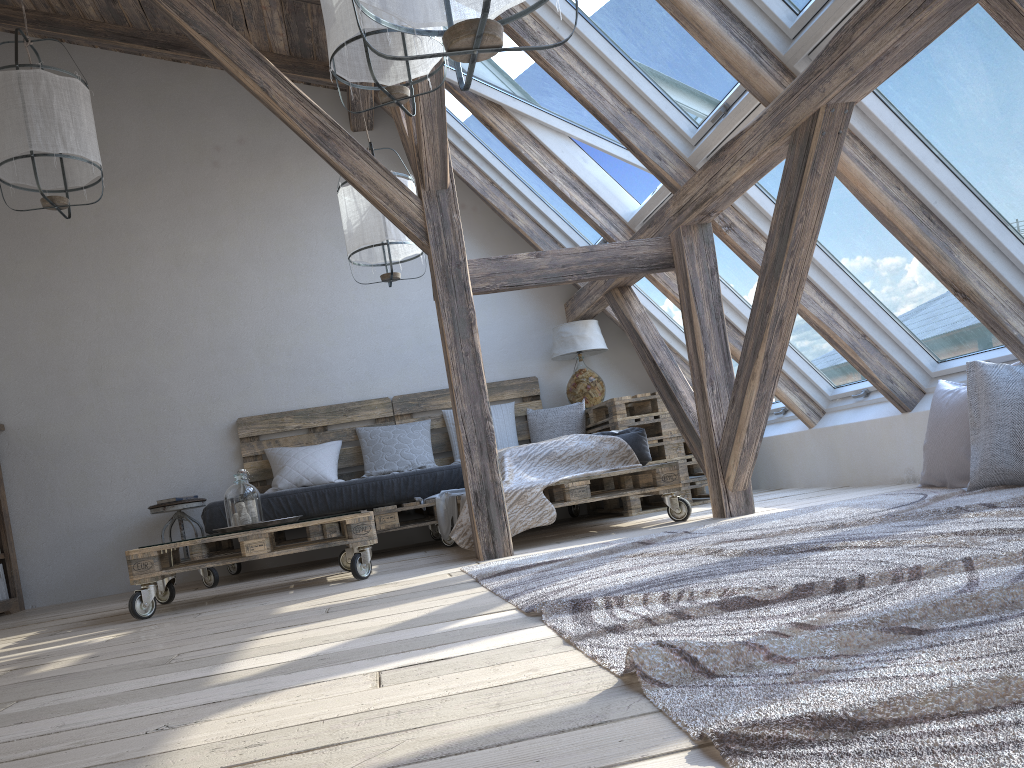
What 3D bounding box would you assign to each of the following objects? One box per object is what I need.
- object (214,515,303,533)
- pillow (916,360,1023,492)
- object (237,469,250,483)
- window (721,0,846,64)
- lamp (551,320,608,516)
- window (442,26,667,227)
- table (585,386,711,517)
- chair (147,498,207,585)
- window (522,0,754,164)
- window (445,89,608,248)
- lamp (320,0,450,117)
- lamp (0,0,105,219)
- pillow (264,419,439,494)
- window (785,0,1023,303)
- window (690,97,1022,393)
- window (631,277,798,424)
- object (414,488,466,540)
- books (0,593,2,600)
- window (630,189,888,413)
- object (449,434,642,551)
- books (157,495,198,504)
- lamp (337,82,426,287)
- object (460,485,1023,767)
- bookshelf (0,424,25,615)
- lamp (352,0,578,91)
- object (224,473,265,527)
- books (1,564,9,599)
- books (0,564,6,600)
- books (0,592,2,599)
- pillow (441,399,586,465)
[{"bbox_3d":[-1.136,0.632,3.949,0.396,0.021,0.395,-10,-6,10],"label":"object"},{"bbox_3d":[1.874,0.152,3.305,0.432,0.522,1.145,-8,-5,-18],"label":"pillow"},{"bbox_3d":[-1.212,0.524,4.028,0.071,0.267,0.154,-9,-1,-10],"label":"object"},{"bbox_3d":[0.486,-1.742,2.578,1.093,1.275,0.860,-9,-1,-10],"label":"window"},{"bbox_3d":[0.440,0.273,6.138,0.386,1.283,0.830,-9,-1,-25],"label":"lamp"},{"bbox_3d":[0.230,-1.503,4.401,1.346,1.275,0.860,-9,-1,-10],"label":"window"},{"bbox_3d":[0.878,0.451,5.693,0.672,0.700,1.024,-9,-4,-10],"label":"table"},{"bbox_3d":[-2.056,0.993,5.517,0.353,0.520,0.355,-9,-1,-6],"label":"chair"},{"bbox_3d":[0.336,-1.619,3.486,1.093,1.275,0.860,-9,-1,-10],"label":"window"},{"bbox_3d":[0.035,-1.374,5.301,1.093,1.275,0.860,-9,-1,-10],"label":"window"},{"bbox_3d":[-0.504,-1.606,3.000,0.404,1.303,0.403,-9,0,-34],"label":"lamp"},{"bbox_3d":[-1.980,-1.262,3.644,0.411,1.082,0.396,-9,0,31],"label":"lamp"},{"bbox_3d":[-1.040,0.451,5.663,1.126,0.355,0.353,-8,-3,-9],"label":"pillow"},{"bbox_3d":[1.644,-0.705,2.761,1.093,1.275,0.860,-9,-1,-10],"label":"window"},{"bbox_3d":[1.494,-0.582,3.668,1.093,1.275,0.860,-9,-1,-10],"label":"window"},{"bbox_3d":[1.193,-0.336,5.484,1.093,1.275,0.860,-9,-1,-10],"label":"window"},{"bbox_3d":[-0.211,0.712,4.963,0.501,0.276,0.717,-7,-6,-26],"label":"object"},{"bbox_3d":[-3.176,1.230,5.320,0.139,0.185,0.018,-9,1,-9],"label":"books"},{"bbox_3d":[1.344,-0.459,4.576,1.093,1.275,0.860,-9,-1,-10],"label":"window"},{"bbox_3d":[0.164,0.491,4.249,0.816,0.472,1.007,-11,-5,20],"label":"object"},{"bbox_3d":[-2.088,0.722,5.493,0.151,0.021,0.204,-11,-6,19],"label":"books"},{"bbox_3d":[-0.756,-1.287,4.610,0.403,1.516,0.403,-9,1,31],"label":"lamp"},{"bbox_3d":[1.103,0.356,2.152,2.180,0.056,3.214,-8,-6,-10],"label":"object"},{"bbox_3d":[-3.137,0.750,4.713,0.347,1.171,1.636,-9,-4,-10],"label":"bookshelf"},{"bbox_3d":[-0.214,-1.515,1.530,0.403,1.893,0.403,-9,1,31],"label":"lamp"},{"bbox_3d":[-1.183,0.513,3.865,0.154,0.247,0.157,-8,-1,-41],"label":"object"},{"bbox_3d":[-3.189,1.222,5.391,0.156,0.220,0.036,-9,1,-9],"label":"books"},{"bbox_3d":[-3.186,1.219,5.363,0.157,0.219,0.021,-9,1,-9],"label":"books"},{"bbox_3d":[-3.200,1.218,5.337,0.157,0.219,0.021,-9,1,-9],"label":"books"},{"bbox_3d":[0.024,0.289,5.873,0.970,0.399,0.387,-10,-3,7],"label":"pillow"}]
